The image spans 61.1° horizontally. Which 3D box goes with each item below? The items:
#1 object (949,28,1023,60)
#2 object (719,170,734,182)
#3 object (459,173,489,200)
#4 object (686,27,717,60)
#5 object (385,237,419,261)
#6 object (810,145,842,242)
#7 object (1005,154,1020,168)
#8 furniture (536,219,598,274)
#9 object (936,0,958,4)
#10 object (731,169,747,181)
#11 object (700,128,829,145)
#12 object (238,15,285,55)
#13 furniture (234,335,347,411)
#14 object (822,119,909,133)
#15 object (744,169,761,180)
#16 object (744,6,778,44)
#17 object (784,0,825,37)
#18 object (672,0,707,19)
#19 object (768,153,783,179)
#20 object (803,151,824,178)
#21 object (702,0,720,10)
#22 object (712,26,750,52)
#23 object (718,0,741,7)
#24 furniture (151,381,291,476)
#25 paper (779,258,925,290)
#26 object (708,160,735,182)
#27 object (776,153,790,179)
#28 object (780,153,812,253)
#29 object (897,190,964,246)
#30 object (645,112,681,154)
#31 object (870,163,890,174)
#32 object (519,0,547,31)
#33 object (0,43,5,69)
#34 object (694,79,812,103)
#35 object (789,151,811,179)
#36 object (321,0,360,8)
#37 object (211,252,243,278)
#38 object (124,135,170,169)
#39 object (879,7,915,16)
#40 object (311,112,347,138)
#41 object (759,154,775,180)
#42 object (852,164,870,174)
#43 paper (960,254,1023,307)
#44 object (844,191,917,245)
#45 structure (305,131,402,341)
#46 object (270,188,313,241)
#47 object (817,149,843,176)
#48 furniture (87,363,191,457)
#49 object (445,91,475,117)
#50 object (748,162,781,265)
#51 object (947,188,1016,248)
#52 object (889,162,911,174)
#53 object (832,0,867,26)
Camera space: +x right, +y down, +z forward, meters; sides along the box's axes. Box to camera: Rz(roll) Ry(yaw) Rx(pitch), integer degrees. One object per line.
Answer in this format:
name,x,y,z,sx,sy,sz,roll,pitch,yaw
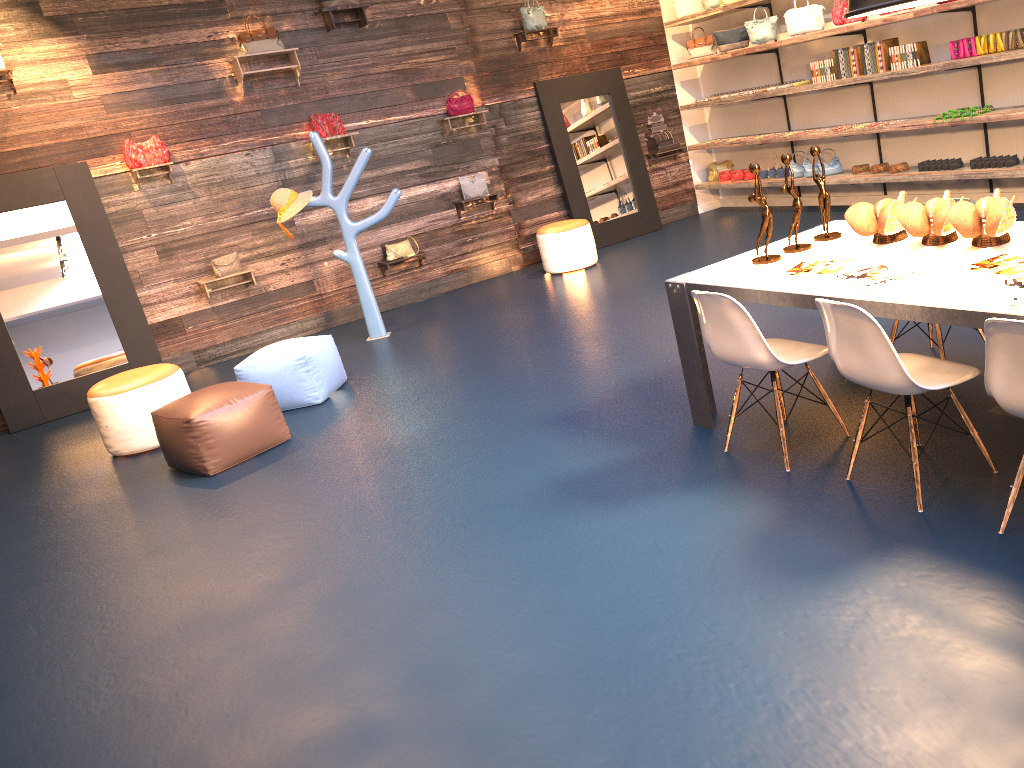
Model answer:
object,4.533,-2.739,6.725,0.491,1.128,2.504,-21,19,-25
object,2.608,-2.523,10.503,0.219,0.117,0.091,-11,16,2
object,-0.393,-2.060,9.033,0.289,0.228,0.075,-17,16,-15
object,2.183,-3.966,10.071,0.340,0.332,0.172,-9,16,13
object,-1.079,-1.341,8.600,0.212,0.173,0.396,0,20,37
object,1.532,-0.950,4.303,0.129,0.465,0.151,-2,19,36
object,4.368,-1.950,7.582,0.201,0.087,0.061,-21,18,-29
furniture,0.571,-1.435,9.002,0.624,0.477,0.541,-20,18,-25
object,3.773,-3.434,7.398,0.373,0.335,0.278,-26,20,-38
object,2.708,-2.490,10.333,0.219,0.117,0.091,-11,16,2
object,2.794,-2.789,9.798,0.380,0.024,1.742,-20,19,-26
object,-2.240,-3.090,7.675,0.374,0.332,0.156,-18,16,-19
furniture,-1.560,-0.094,6.126,0.635,0.420,0.668,-9,17,10
object,3.477,-2.566,8.632,0.383,0.029,0.823,-20,19,-27
object,2.824,-2.465,10.177,0.218,0.117,0.091,-11,16,3
object,2.641,-3.801,9.184,0.356,0.364,0.183,-9,16,12
object,2.958,-3.748,8.783,0.402,0.383,0.205,-6,17,21
object,2.059,-4.454,10.056,0.437,0.383,0.189,-15,16,-8
object,2.987,-2.484,9.872,0.207,0.277,0.057,-16,15,-10
object,3.253,-2.381,9.350,0.273,0.280,0.098,-12,16,4
object,2.262,-4.357,9.652,0.356,0.364,0.183,-9,16,12
object,2.453,-3.837,9.656,0.409,0.230,0.183,-10,16,7
object,2.393,-4.208,9.429,0.344,0.173,0.245,-5,18,22
furniture,-1.756,0.227,5.214,0.595,0.420,0.707,4,22,43
paper,1.401,-0.470,3.614,0.354,0.014,0.685,-17,18,-18
object,2.584,-2.638,10.697,0.368,0.232,0.202,-11,16,2
object,3.052,-2.461,9.754,0.201,0.277,0.059,-13,15,-1
object,1.337,-0.873,4.178,0.135,0.465,0.145,-10,16,14
object,1.877,-0.731,3.826,0.205,0.201,0.478,1,21,40
object,1.779,-3.030,10.410,0.387,0.457,0.217,-22,18,-29
object,3.724,-2.177,8.730,0.230,0.082,0.217,-25,21,-38
object,0.223,-3.947,9.229,0.162,0.364,0.401,3,22,46
object,-4.069,-2.518,6.505,0.177,0.383,0.464,3,22,46
object,2.679,-3.309,9.815,0.520,0.060,1.414,-20,19,-26
object,3.153,-2.410,9.510,0.278,0.280,0.096,-13,15,-2
object,-1.600,-3.599,8.042,0.454,0.230,0.164,-24,19,-35
object,-2.530,-1.056,7.689,0.096,0.174,0.293,-1,20,38
object,-3.061,-1.939,7.256,0.359,0.252,0.130,-18,16,-20
object,3.447,-3.465,7.807,0.296,0.248,0.146,-2,19,31
object,-1.705,-2.416,8.093,0.127,0.253,0.349,3,22,46
object,2.923,-2.503,9.974,0.201,0.277,0.059,-13,15,-1
object,3.617,-2.222,8.947,0.224,0.082,0.225,-17,17,-17
paper,1.822,-0.384,3.066,0.324,0.014,0.750,-7,17,13
object,1.752,-0.773,4.043,0.204,0.201,0.479,4,23,45
structure,-1.349,-1.266,7.413,0.984,1.795,0.170,-15,15,-6
object,-1.820,-1.441,7.310,0.362,0.438,0.330,-23,19,-31
object,3.354,-2.352,9.191,0.273,0.280,0.098,-12,16,4
furniture,-2.451,0.156,5.790,0.624,0.477,0.541,-20,18,-25
object,-0.535,-2.867,8.858,0.268,0.241,0.202,-23,19,-32
object,1.155,-0.802,4.065,0.148,0.465,0.132,-19,16,-17
object,1.993,-0.692,3.627,0.205,0.201,0.478,1,21,40
object,3.810,-2.123,8.502,0.230,0.082,0.217,-25,21,-37
object,3.214,-3.564,8.273,0.321,0.252,0.145,-7,17,18
